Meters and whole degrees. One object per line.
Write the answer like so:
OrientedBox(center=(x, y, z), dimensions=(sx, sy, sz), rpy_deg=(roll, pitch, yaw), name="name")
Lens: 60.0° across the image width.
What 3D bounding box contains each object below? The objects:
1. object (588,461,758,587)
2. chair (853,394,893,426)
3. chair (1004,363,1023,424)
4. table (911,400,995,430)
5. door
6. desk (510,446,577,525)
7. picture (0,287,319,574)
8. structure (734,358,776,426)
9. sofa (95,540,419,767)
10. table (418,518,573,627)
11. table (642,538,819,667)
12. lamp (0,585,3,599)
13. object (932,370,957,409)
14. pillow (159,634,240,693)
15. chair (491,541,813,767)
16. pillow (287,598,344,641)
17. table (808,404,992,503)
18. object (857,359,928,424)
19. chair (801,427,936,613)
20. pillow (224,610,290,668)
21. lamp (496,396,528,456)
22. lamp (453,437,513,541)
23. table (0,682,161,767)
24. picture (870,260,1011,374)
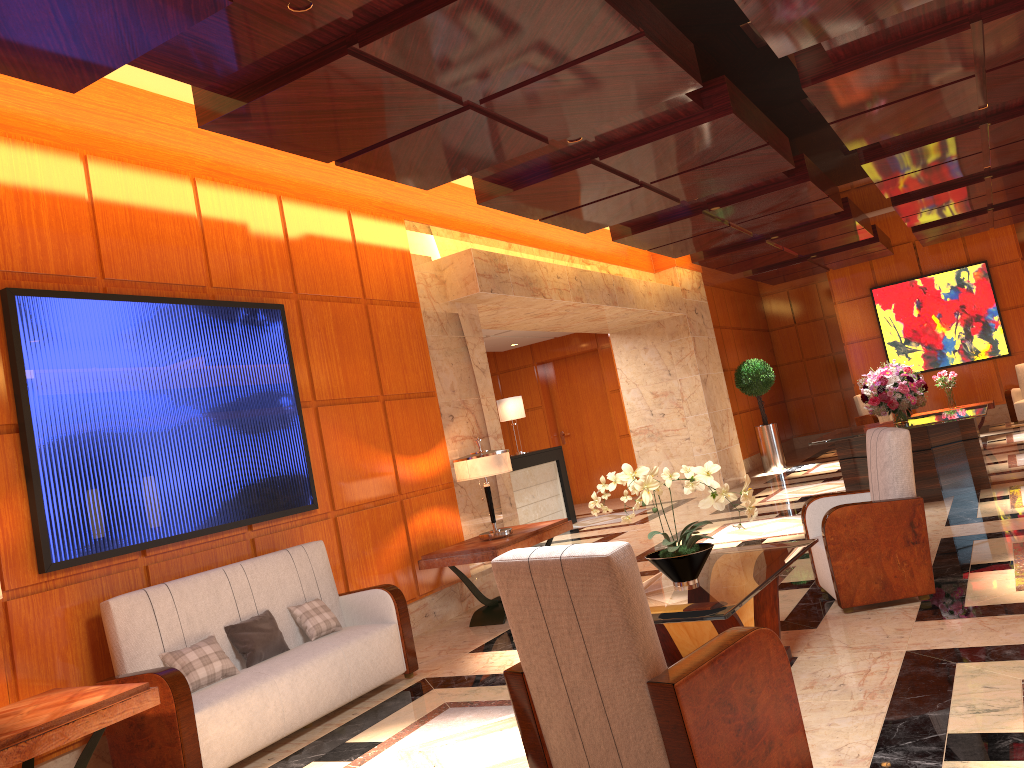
OrientedBox(center=(0.780, 0.651, 4.254), dimensions=(0.787, 0.620, 0.416), rpy_deg=(-12, -5, 6), name="object")
OrientedBox(center=(6.666, 0.608, 15.984), dimensions=(0.739, 0.965, 0.625), rpy_deg=(-10, -6, -13), name="chair")
OrientedBox(center=(8.747, 0.116, 14.841), dimensions=(0.630, 0.965, 0.733), rpy_deg=(-6, -7, -42), name="chair")
OrientedBox(center=(6.806, 0.641, 13.589), dimensions=(1.163, 0.536, 0.725), rpy_deg=(-13, -5, 28), name="table")
OrientedBox(center=(1.326, 0.792, 16.070), dimensions=(1.280, 2.707, 0.340), rpy_deg=(-14, -7, 28), name="door")
OrientedBox(center=(-0.259, 1.617, 12.016), dimensions=(0.937, 1.145, 2.927), rpy_deg=(-14, -5, 29), name="desk")
OrientedBox(center=(-1.976, 0.189, 5.320), dimensions=(0.056, 1.458, 1.997), rpy_deg=(-14, -6, 29), name="picture")
OrientedBox(center=(4.319, 0.386, 15.380), dimensions=(0.721, 1.719, 0.719), rpy_deg=(-12, -6, 6), name="structure")
OrientedBox(center=(-1.357, 1.458, 4.970), dimensions=(0.610, 0.936, 1.800), rpy_deg=(-14, -5, 29), name="sofa")
OrientedBox(center=(-0.054, 1.524, 7.121), dimensions=(0.722, 0.609, 1.271), rpy_deg=(-14, -5, 29), name="table")
OrientedBox(center=(0.993, 1.181, 4.272), dimensions=(0.719, 0.498, 1.561), rpy_deg=(-14, -5, 31), name="table")
OrientedBox(center=(-2.204, 0.963, 3.408), dimensions=(0.459, 0.797, 0.456), rpy_deg=(-10, -6, -10), name="lamp")
OrientedBox(center=(6.723, 0.083, 13.669), dimensions=(0.327, 0.598, 0.348), rpy_deg=(-6, -7, -41), name="object")
OrientedBox(center=(-1.617, 1.454, 4.594), dimensions=(0.194, 0.228, 0.344), rpy_deg=(-15, -6, 33), name="pillow")
OrientedBox(center=(0.418, 0.950, 2.884), dimensions=(0.630, 0.965, 0.733), rpy_deg=(-6, -7, -42), name="chair")
OrientedBox(center=(-1.185, 1.426, 5.363), dimensions=(0.201, 0.230, 0.273), rpy_deg=(-14, -6, 31), name="pillow")
OrientedBox(center=(4.088, 0.765, 9.104), dimensions=(1.594, 0.748, 1.601), rpy_deg=(-14, -5, 28), name="table")
OrientedBox(center=(3.944, 0.077, 9.162), dimensions=(0.648, 0.661, 0.679), rpy_deg=(-13, -5, 20), name="object")
OrientedBox(center=(2.113, 0.783, 5.355), dimensions=(0.628, 0.965, 0.736), rpy_deg=(-12, -5, 7), name="chair")
OrientedBox(center=(-1.433, 1.435, 4.989), dimensions=(0.159, 0.254, 0.358), rpy_deg=(-14, -5, 25), name="pillow")
OrientedBox(center=(0.035, 0.612, 12.852), dimensions=(0.373, 0.823, 0.370), rpy_deg=(-7, -7, -36), name="lamp")
OrientedBox(center=(-0.197, 0.822, 7.045), dimensions=(0.456, 0.813, 0.459), rpy_deg=(-15, -7, 37), name="lamp")
OrientedBox(center=(-2.092, 1.675, 3.423), dimensions=(0.722, 0.609, 1.271), rpy_deg=(-14, -5, 29), name="table")
OrientedBox(center=(7.752, -1.147, 16.117), dimensions=(1.988, 1.743, 0.056), rpy_deg=(-14, -7, 28), name="picture")
